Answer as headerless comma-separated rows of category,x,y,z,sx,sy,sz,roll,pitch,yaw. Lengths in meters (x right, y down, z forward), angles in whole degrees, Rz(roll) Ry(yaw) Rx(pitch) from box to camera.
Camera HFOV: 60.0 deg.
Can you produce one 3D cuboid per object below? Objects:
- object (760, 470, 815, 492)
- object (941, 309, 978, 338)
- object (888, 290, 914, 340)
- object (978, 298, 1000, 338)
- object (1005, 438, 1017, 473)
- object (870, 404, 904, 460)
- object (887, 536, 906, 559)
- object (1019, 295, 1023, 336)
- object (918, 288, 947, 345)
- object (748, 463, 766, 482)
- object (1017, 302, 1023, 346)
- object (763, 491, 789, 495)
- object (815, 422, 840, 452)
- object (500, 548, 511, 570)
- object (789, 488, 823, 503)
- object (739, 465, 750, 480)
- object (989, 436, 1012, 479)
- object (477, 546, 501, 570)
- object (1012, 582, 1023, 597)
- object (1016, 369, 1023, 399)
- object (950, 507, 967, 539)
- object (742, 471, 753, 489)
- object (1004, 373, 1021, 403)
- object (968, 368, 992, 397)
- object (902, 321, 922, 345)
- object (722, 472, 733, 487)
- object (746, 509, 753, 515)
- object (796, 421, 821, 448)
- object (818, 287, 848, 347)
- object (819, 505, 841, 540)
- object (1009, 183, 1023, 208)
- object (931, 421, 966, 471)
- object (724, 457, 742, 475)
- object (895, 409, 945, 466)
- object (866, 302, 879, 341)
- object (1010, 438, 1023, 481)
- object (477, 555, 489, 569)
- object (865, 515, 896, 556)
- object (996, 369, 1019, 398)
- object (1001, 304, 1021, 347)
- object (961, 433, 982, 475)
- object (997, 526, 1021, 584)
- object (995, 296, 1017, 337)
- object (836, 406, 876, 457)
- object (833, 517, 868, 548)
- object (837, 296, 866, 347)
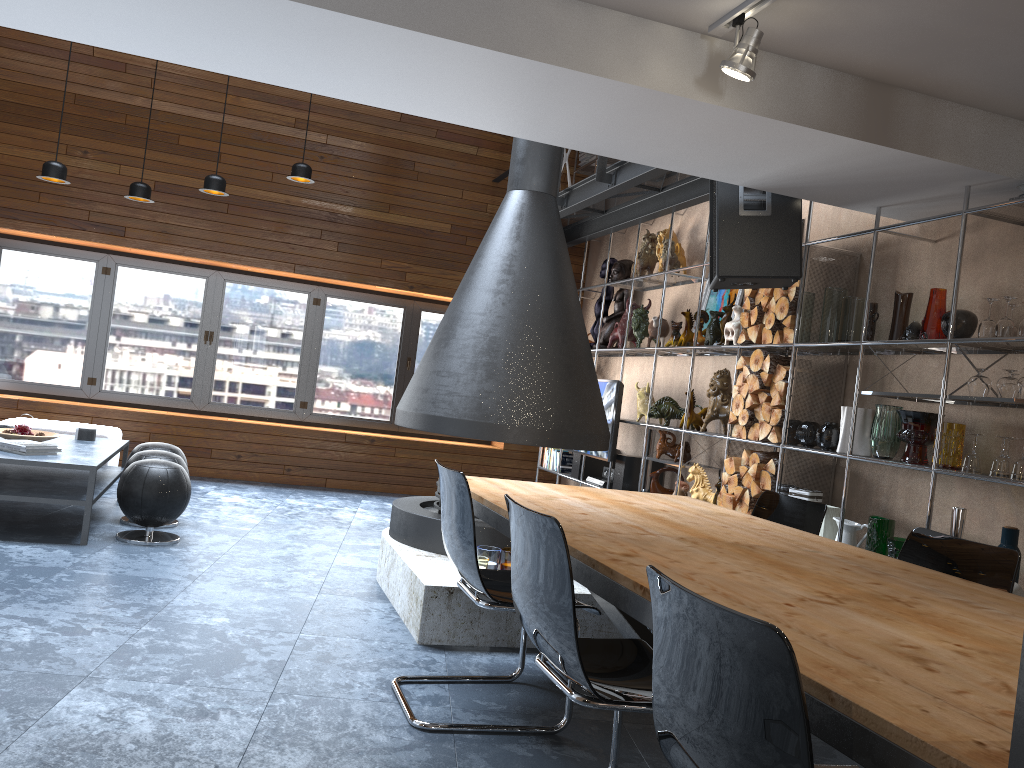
object,1.572,0.559,5.064,0.299,0.114,0.135,7,-1,-20
object,2.008,-0.259,3.984,0.149,0.149,0.148,7,-1,26
object,1.906,-0.327,4.348,0.092,0.268,0.092,7,-1,5
object,2.048,-0.273,3.811,0.070,0.184,0.071,8,-1,-42
object,2.136,0.318,3.829,0.081,0.170,0.081,7,-1,8
object,1.834,0.237,4.347,0.144,0.264,0.142,7,-1,13
object,1.826,0.838,4.137,0.157,0.219,0.161,7,-1,29
object,2.112,-0.267,3.616,0.070,0.184,0.071,8,-1,-42
object,1.973,-0.315,4.127,0.127,0.255,0.126,7,-1,26
object,1.550,0.527,5.163,0.362,0.115,0.098,7,-1,-18
object,2.202,-0.254,3.783,0.070,0.184,0.071,8,-1,-42
object,1.579,0.659,5.054,0.309,0.121,0.111,7,-1,-18
object,1.700,0.281,4.740,0.151,0.154,0.151,7,-1,-14
object,-0.003,0.838,4.162,0.114,0.117,0.114,8,-1,-32
object,1.597,0.753,4.876,0.140,0.347,0.139,8,-1,-38
object,1.514,0.547,5.326,0.303,0.090,0.098,7,-1,-19
object,2.035,0.304,3.684,0.081,0.170,0.081,7,-1,-22
object,-0.113,0.824,4.140,0.114,0.117,0.114,8,-1,-32
object,1.990,0.868,3.617,0.177,0.189,0.177,7,-1,24
object,2.081,0.004,3.565,0.092,0.124,0.092,7,-1,8
object,1.945,0.748,3.812,0.129,0.420,0.129,7,-1,-14
object,1.544,0.586,5.257,0.321,0.128,0.164,7,-1,-18
object,2.170,0.018,3.857,0.092,0.124,0.092,7,-1,8
object,2.010,-0.002,3.811,0.092,0.124,0.092,7,-1,8
object,1.927,-0.246,4.246,0.108,0.109,0.109,7,-1,8
object,1.449,0.613,5.484,0.308,0.120,0.097,7,-1,-22
object,1.514,0.786,5.185,0.330,0.098,0.103,7,-1,-20
object,1.647,0.280,4.907,0.150,0.146,0.148,8,-1,-38
object,1.757,-0.363,4.852,0.122,0.313,0.122,7,-1,3
object,1.637,0.785,4.689,0.092,0.287,0.148,7,-1,-18
object,2.268,-0.816,3.674,0.322,0.164,0.311,7,-1,-29
object,1.957,0.277,3.976,0.120,0.206,0.120,7,-1,30
object,1.463,0.514,5.425,0.299,0.119,0.151,7,-1,-15
object,1.902,0.254,4.163,0.218,0.244,0.216,7,-1,-28
object,1.834,-0.308,4.535,0.058,0.215,0.077,7,-1,9
object,2.063,0.306,3.578,0.081,0.170,0.081,7,-1,-22
object,-0.151,0.833,4.035,0.086,0.088,0.086,7,-1,-12
object,1.783,0.795,4.313,0.125,0.295,0.129,7,-1,7
object,2.074,0.004,3.702,0.092,0.124,0.092,7,-1,8
object,2.183,-0.255,3.888,0.070,0.184,0.071,8,-1,-42
object,1.982,0.298,3.809,0.081,0.170,0.081,7,-1,8
object,2.094,0.790,3.758,0.099,0.372,0.099,7,-1,31
object,2.070,-0.271,3.718,0.070,0.184,0.071,8,-1,-42
object,1.773,0.244,4.566,0.175,0.241,0.165,7,-1,18
object,1.711,0.814,4.510,0.171,0.245,0.146,7,-1,13
object,1.799,-0.330,4.698,0.113,0.253,0.112,7,-1,-17
